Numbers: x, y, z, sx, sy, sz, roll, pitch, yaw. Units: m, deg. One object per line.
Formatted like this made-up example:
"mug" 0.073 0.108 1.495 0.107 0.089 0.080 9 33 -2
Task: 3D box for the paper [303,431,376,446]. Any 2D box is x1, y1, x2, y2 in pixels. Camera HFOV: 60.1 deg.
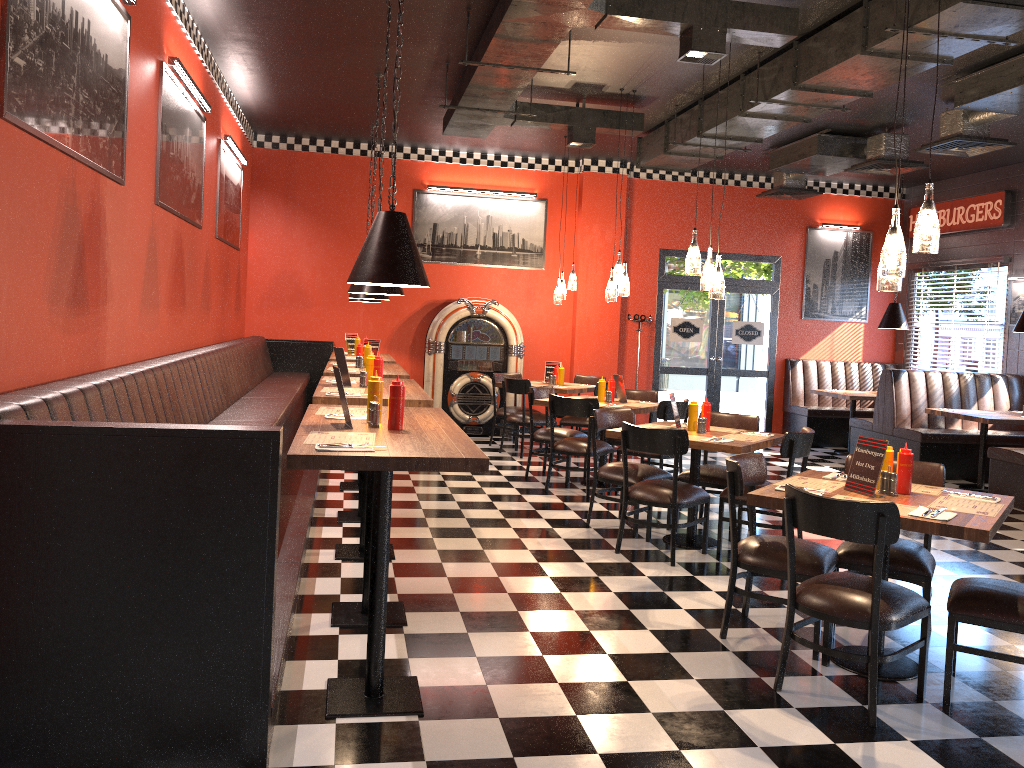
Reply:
"paper" -0.666 0.211 3.457 0.261 0.001 0.366 2 4 -8

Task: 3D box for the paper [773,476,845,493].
"paper" 1.444 0.482 4.269 0.261 0.001 0.365 6 5 34

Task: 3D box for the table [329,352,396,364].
"table" -1.744 0.180 10.176 0.695 0.998 1.696 2 3 -11

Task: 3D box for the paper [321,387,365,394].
"paper" -1.063 0.040 5.589 0.261 0.001 0.366 2 4 -8

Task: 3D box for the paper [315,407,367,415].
"paper" -0.831 0.136 4.402 0.261 0.001 0.366 2 4 -8

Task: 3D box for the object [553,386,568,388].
"object" 0.520 0.029 9.869 0.158 0.019 0.255 6 5 38

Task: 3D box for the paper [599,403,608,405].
"paper" 0.708 0.179 8.017 0.366 0.001 0.261 6 5 36

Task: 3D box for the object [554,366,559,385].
"object" 0.520 -0.114 10.330 0.068 0.237 0.068 2 2 -13

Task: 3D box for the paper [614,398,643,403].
"paper" 1.060 0.158 8.553 0.366 0.001 0.261 5 5 33

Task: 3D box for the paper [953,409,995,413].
"paper" 4.875 0.287 9.340 0.365 0.001 0.261 2 4 -9

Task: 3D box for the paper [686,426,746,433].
"paper" 1.492 0.328 6.466 0.366 0.001 0.261 5 5 33

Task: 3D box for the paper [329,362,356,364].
"paper" -1.630 -0.202 8.597 0.261 0.001 0.366 2 4 -8

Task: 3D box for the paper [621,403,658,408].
"paper" 1.160 0.194 8.117 0.261 0.001 0.365 5 5 33

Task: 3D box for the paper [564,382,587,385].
"paper" 0.675 -0.003 10.546 0.366 0.001 0.261 6 5 34

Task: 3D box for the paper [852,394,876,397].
"paper" 4.450 0.144 11.050 0.365 0.001 0.261 2 4 -13

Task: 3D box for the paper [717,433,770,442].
"paper" 1.567 0.364 6.007 0.261 0.001 0.365 5 5 32

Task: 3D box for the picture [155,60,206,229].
"picture" -2.473 -1.718 6.676 0.023 0.938 1.774 3 4 -11

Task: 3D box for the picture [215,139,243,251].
"picture" -2.948 -1.926 9.273 0.023 0.938 1.774 3 4 -11

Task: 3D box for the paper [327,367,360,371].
"paper" -1.462 -0.130 7.693 0.261 0.001 0.366 2 4 -8

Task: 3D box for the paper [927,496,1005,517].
"paper" 1.997 0.536 3.893 0.261 0.001 0.365 6 5 35

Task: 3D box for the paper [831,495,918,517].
"paper" 1.543 0.520 3.802 0.366 0.001 0.261 6 5 37

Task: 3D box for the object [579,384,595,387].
"object" 0.879 0.016 10.295 0.255 0.019 0.157 6 5 35

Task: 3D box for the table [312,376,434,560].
"table" -0.980 0.516 5.998 0.695 0.998 1.696 2 3 -11

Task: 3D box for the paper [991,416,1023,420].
"paper" 4.932 0.335 8.696 0.365 0.001 0.261 2 4 -9

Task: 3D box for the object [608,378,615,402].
"object" 0.936 0.047 8.350 0.068 0.237 0.068 3 2 -5

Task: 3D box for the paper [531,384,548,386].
"paper" 0.304 0.018 9.988 0.366 0.001 0.261 6 5 34

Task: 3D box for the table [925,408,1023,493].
"table" 5.289 0.711 9.112 1.691 0.773 0.959 2 3 -10

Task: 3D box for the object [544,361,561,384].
"object" 0.481 -0.133 10.426 0.188 0.257 0.072 3 2 0

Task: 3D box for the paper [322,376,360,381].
"paper" -1.260 -0.037 6.535 0.261 0.001 0.366 2 4 -8

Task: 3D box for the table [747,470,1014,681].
"table" 1.693 0.896 4.078 0.958 0.773 0.960 5 4 34

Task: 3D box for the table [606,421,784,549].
"table" 1.290 0.724 6.201 0.961 0.773 0.957 5 4 34

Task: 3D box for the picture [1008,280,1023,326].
"picture" 5.982 -0.949 10.410 0.012 0.536 0.352 3 2 -11

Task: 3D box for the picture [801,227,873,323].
"picture" 4.617 -1.545 12.564 1.023 1.300 0.016 2 2 -10

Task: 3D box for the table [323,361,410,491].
"table" -1.359 0.349 8.072 0.695 0.998 1.696 2 3 -11

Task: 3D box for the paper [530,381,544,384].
"paper" 0.209 -0.019 10.441 0.261 0.001 0.365 6 5 36

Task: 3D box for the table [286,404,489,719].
"table" -0.598 0.683 3.914 0.695 0.998 1.696 2 3 -11

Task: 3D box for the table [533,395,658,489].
"table" 0.847 0.554 8.295 0.961 0.773 0.957 5 4 34

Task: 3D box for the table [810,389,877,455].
"table" 4.857 0.522 11.470 1.691 0.773 0.959 2 3 -10

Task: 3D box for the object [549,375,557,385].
"object" 0.474 -0.059 10.250 0.093 0.136 0.047 2 2 -10

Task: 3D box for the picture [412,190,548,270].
"picture" -0.416 -2.012 11.621 1.769 0.939 0.023 2 2 -10

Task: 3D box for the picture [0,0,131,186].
"picture" -1.998 -1.509 4.079 0.023 0.938 1.774 3 4 -11

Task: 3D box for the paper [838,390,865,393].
"paper" 4.438 0.098 11.688 0.365 0.001 0.261 2 4 -10

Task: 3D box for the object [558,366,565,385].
"object" 0.572 -0.106 10.252 0.068 0.237 0.068 2 2 -13

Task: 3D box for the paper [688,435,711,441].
"paper" 1.132 0.350 5.902 0.366 0.001 0.261 5 5 33

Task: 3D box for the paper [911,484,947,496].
"paper" 1.905 0.500 4.331 0.366 0.001 0.261 6 5 34

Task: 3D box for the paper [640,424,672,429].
"paper" 1.028 0.313 6.354 0.261 0.001 0.365 6 5 35

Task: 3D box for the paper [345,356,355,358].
"paper" -1.816 -0.297 9.798 0.261 0.001 0.366 2 4 -8

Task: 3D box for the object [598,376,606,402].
"object" 0.844 0.044 8.334 0.068 0.237 0.068 3 2 -5

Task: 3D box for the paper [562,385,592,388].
"paper" 0.741 0.033 10.085 0.261 0.001 0.365 5 5 33
